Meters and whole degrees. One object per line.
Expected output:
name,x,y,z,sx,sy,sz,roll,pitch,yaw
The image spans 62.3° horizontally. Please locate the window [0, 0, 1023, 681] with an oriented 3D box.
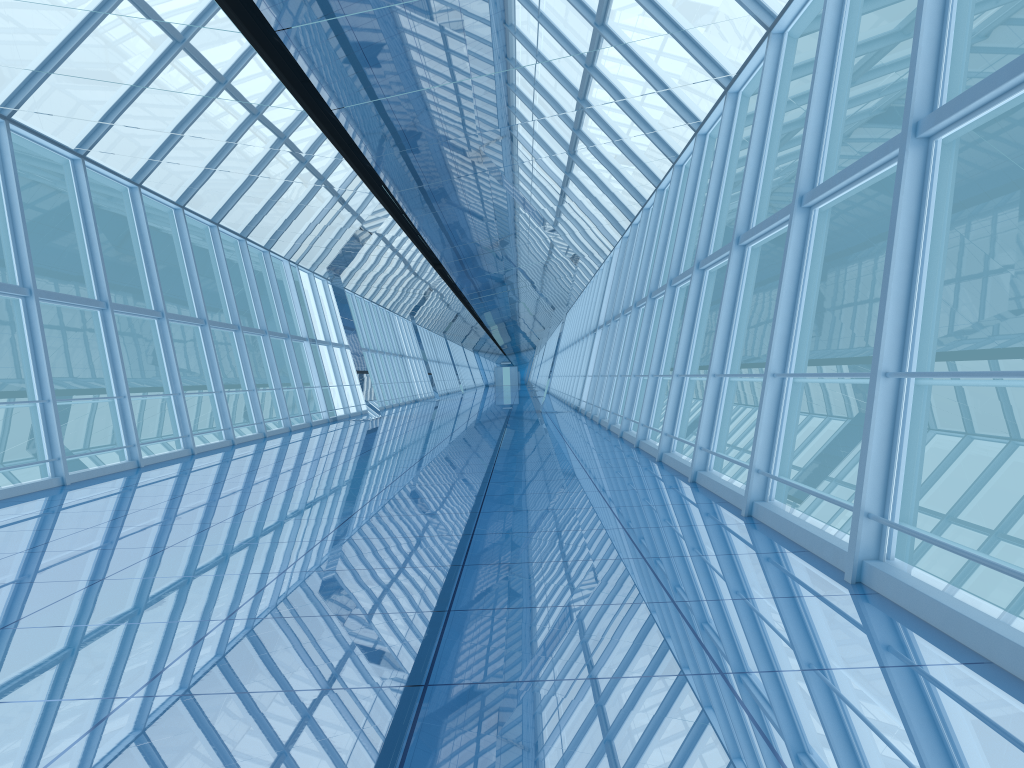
window,-1.339,-1.732,51.548,9.924,4.898,106.272,-2,0,1
